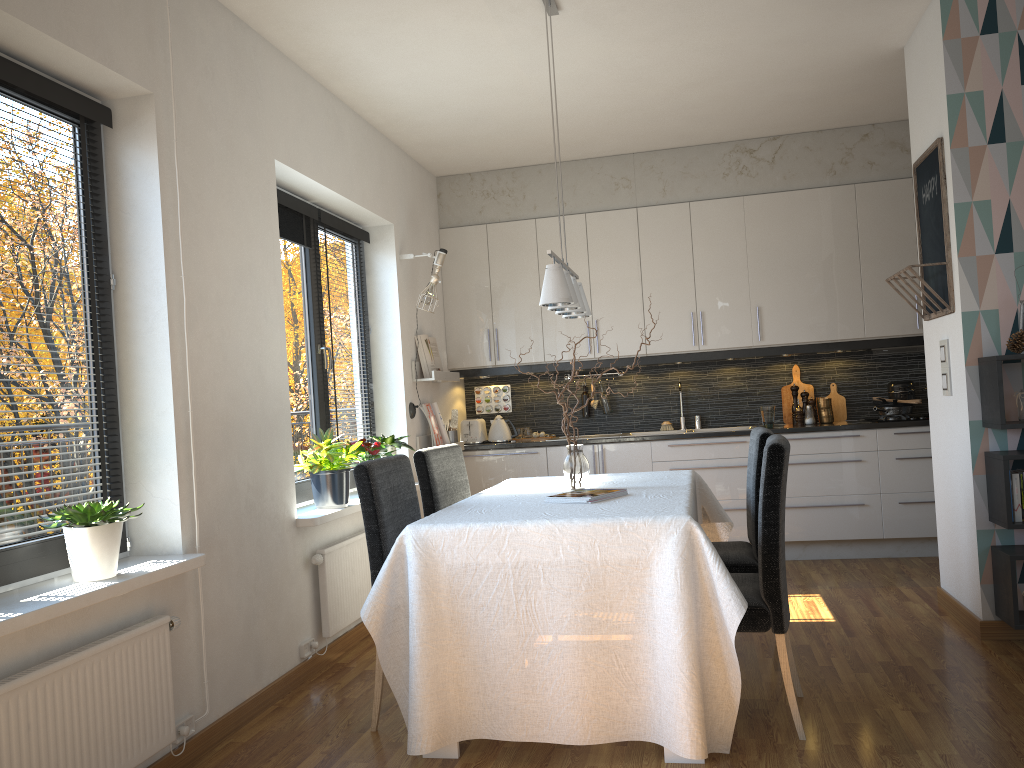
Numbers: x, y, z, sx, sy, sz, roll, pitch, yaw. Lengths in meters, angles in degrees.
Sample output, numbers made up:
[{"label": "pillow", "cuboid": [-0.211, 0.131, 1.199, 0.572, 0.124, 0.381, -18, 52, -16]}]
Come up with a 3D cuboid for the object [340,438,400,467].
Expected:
[{"label": "object", "cuboid": [-0.751, 0.439, 4.720, 0.371, 0.308, 0.380, -3, -1, -13]}]

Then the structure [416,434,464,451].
[{"label": "structure", "cuboid": [-0.464, 0.391, 5.816, 0.147, 0.129, 0.594, -4, -1, 12]}]

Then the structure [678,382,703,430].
[{"label": "structure", "cuboid": [1.268, 0.154, 6.310, 0.167, 0.347, 0.195, -4, -1, 4]}]

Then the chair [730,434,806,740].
[{"label": "chair", "cuboid": [0.723, 0.677, 3.115, 0.545, 0.960, 0.461, -4, -1, 17]}]

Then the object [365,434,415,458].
[{"label": "object", "cuboid": [-0.720, 0.442, 5.121, 0.354, 0.315, 0.292, -4, -1, 3]}]

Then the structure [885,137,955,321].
[{"label": "structure", "cuboid": [1.878, -0.692, 4.141, 0.185, 0.775, 0.495, -4, -1, 12]}]

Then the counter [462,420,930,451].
[{"label": "counter", "cuboid": [1.677, 0.392, 6.022, 4.250, 0.192, 0.622, -4, -1, 12]}]

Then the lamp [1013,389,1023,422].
[{"label": "lamp", "cuboid": [2.107, 0.086, 3.609, 0.106, 0.131, 0.098, -4, -1, 25]}]

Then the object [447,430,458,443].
[{"label": "object", "cuboid": [-0.419, 0.380, 6.027, 0.103, 0.124, 0.103, -4, -1, 9]}]

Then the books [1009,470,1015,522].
[{"label": "books", "cuboid": [2.033, 0.456, 3.665, 0.029, 0.209, 0.127, -4, -1, 12]}]

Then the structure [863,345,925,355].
[{"label": "structure", "cuboid": [2.701, -0.281, 5.928, 0.623, 0.148, 0.362, -4, -1, 12]}]

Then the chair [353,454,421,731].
[{"label": "chair", "cuboid": [-0.238, 0.744, 3.320, 0.545, 0.960, 0.461, -4, -1, 12]}]

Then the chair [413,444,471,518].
[{"label": "chair", "cuboid": [-0.092, 0.750, 4.009, 0.545, 0.960, 0.461, -4, -1, 17]}]

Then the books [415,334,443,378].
[{"label": "books", "cuboid": [-0.522, -0.169, 5.812, 0.109, 0.299, 0.364, -4, -1, 12]}]

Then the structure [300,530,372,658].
[{"label": "structure", "cuboid": [-0.732, 0.977, 4.520, 0.078, 0.459, 1.457, -4, -1, 13]}]

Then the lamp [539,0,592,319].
[{"label": "lamp", "cuboid": [0.184, -0.936, 3.612, 0.131, 1.284, 0.760, -4, -1, 12]}]

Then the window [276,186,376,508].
[{"label": "window", "cuboid": [-1.034, -0.177, 4.675, 0.119, 1.587, 1.561, -4, -1, 12]}]

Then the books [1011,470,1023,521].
[{"label": "books", "cuboid": [2.089, 0.457, 3.652, 0.032, 0.200, 0.123, -4, -1, 12]}]

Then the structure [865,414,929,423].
[{"label": "structure", "cuboid": [2.696, 0.209, 5.794, 0.662, 0.041, 0.500, -4, -1, 12]}]

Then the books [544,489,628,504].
[{"label": "books", "cuboid": [0.281, 0.418, 3.323, 0.204, 0.022, 0.278, -5, -2, 39]}]

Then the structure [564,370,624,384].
[{"label": "structure", "cuboid": [0.600, -0.050, 6.524, 0.443, 0.081, 0.067, -4, -1, 12]}]

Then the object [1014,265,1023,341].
[{"label": "object", "cuboid": [2.147, -0.317, 3.614, 0.154, 0.383, 0.163, -4, -1, 28]}]

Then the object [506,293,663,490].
[{"label": "object", "cuboid": [0.289, 0.044, 3.685, 0.615, 0.785, 0.403, -4, -1, -13]}]

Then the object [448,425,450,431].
[{"label": "object", "cuboid": [-0.435, 0.354, 5.999, 0.007, 0.159, 0.089, -3, -1, -28]}]

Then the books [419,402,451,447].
[{"label": "books", "cuboid": [-0.495, 0.282, 5.759, 0.138, 0.330, 0.283, -4, -1, 10]}]

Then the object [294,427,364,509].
[{"label": "object", "cuboid": [-0.881, 0.399, 4.254, 0.299, 0.384, 0.333, -4, -1, 27]}]

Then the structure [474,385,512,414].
[{"label": "structure", "cuboid": [-0.147, 0.118, 6.695, 0.279, 0.209, 0.045, -4, -1, 12]}]

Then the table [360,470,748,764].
[{"label": "table", "cuboid": [0.289, 0.815, 3.581, 1.235, 0.763, 1.856, -4, -1, 13]}]

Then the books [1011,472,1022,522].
[{"label": "books", "cuboid": [2.061, 0.462, 3.655, 0.025, 0.195, 0.126, -4, -1, 12]}]

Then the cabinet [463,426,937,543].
[{"label": "cabinet", "cuboid": [1.636, 0.679, 5.739, 4.224, 0.690, 0.040, -4, 0, 12]}]

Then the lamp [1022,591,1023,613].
[{"label": "lamp", "cuboid": [2.132, 0.890, 3.608, 0.098, 0.131, 0.106, -4, -1, 26]}]

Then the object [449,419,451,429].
[{"label": "object", "cuboid": [-0.424, 0.338, 6.059, 0.014, 0.193, 0.043, -4, -1, 23]}]

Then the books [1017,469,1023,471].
[{"label": "books", "cuboid": [2.112, 0.454, 3.648, 0.014, 0.203, 0.115, -4, -1, 12]}]

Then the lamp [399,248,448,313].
[{"label": "lamp", "cuboid": [-0.539, -0.628, 5.469, 0.312, 0.395, 0.131, -4, -1, 17]}]

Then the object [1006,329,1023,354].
[{"label": "object", "cuboid": [2.055, -0.173, 3.603, 0.086, 0.101, 0.078, -4, -1, 26]}]

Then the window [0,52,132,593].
[{"label": "window", "cuboid": [-12.731, 2.790, 5.381, 21.842, 18.368, 12.967, -5, -1, 42]}]

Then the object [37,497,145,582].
[{"label": "object", "cuboid": [-1.256, 0.461, 2.653, 0.283, 0.237, 0.267, -4, -1, -6]}]

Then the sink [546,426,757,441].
[{"label": "sink", "cuboid": [0.976, 0.423, 6.151, 1.421, 0.168, 0.475, -4, -1, 12]}]

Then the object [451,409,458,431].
[{"label": "object", "cuboid": [-0.387, 0.303, 6.047, 0.060, 0.267, 0.119, -4, -1, 3]}]

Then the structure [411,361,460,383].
[{"label": "structure", "cuboid": [-0.494, -0.080, 5.820, 0.147, 0.129, 0.594, -4, -1, 12]}]

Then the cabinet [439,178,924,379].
[{"label": "cabinet", "cuboid": [1.619, -0.716, 6.107, 4.236, 1.069, 0.458, -4, -1, 12]}]

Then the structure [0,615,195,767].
[{"label": "structure", "cuboid": [-1.209, 0.958, 2.275, 0.078, 0.459, 1.457, -4, -1, 11]}]

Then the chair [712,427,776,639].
[{"label": "chair", "cuboid": [0.870, 0.683, 3.804, 0.545, 0.960, 0.461, -4, -1, 12]}]
